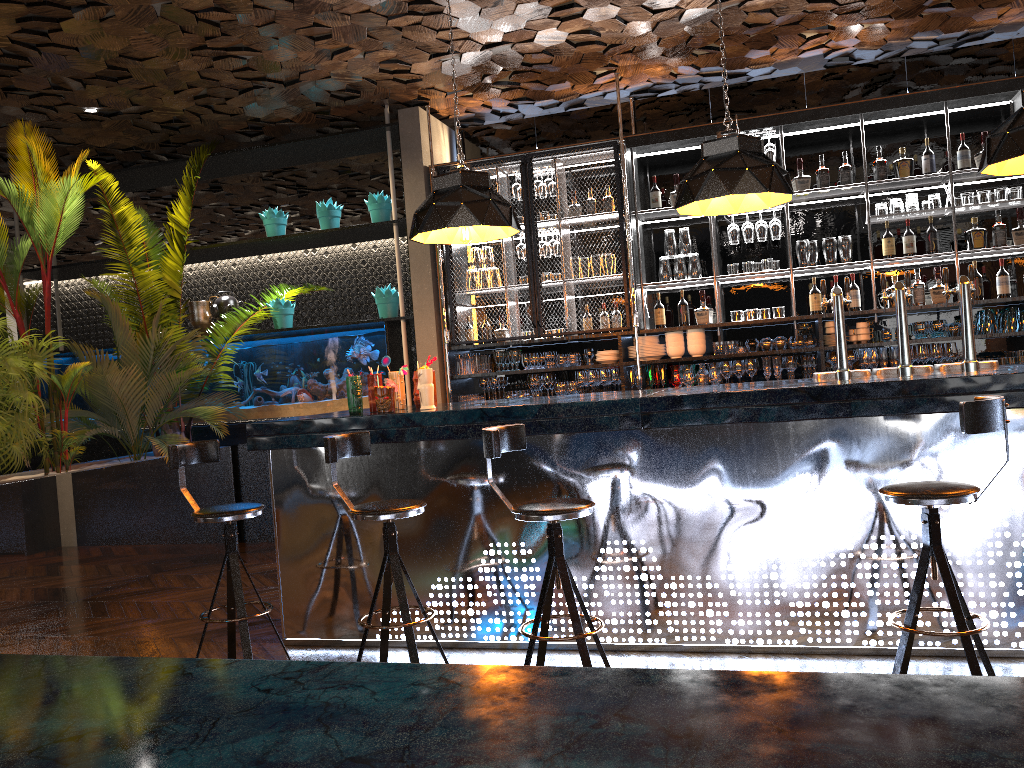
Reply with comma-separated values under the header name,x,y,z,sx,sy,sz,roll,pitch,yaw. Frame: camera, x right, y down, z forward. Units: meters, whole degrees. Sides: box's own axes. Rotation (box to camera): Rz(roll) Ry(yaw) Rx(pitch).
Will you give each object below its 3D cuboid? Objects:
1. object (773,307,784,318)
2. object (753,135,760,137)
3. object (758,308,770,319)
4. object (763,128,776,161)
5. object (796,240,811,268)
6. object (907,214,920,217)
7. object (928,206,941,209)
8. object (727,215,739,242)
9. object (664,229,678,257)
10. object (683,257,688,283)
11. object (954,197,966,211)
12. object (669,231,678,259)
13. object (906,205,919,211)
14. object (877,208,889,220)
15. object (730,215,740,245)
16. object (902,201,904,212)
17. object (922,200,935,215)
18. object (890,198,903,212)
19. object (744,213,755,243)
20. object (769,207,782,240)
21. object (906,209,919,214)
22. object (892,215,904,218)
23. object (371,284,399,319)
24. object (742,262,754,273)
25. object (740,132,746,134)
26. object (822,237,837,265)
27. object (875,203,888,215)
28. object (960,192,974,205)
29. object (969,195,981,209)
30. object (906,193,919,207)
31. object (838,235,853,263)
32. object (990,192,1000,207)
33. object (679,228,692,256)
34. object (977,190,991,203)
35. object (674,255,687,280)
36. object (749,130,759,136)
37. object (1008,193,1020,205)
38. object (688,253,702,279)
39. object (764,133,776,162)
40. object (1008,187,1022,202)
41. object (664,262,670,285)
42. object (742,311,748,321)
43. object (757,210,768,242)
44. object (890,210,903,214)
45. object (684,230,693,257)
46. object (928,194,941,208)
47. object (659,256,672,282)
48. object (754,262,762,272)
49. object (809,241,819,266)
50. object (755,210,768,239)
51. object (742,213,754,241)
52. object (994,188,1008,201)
name,x,y,z,sx,sy,sz,roll,pitch,yaw
object,2.048,-0.543,6.807,0.089,0.092,0.089,-4,1,27
object,1.905,-1.812,6.926,0.092,0.244,0.092,-5,1,-23
object,1.965,-0.538,6.898,0.089,0.092,0.089,-4,1,27
object,1.956,-1.814,6.738,0.092,0.244,0.092,-5,1,-23
object,2.210,-0.981,6.721,0.105,0.209,0.105,-5,1,-28
object,3.006,-1.308,6.653,0.089,0.092,0.089,-4,1,42
object,3.074,-1.311,6.452,0.089,0.092,0.089,-4,1,42
object,1.702,-1.221,6.834,0.092,0.244,0.092,-5,1,-23
object,1.259,-1.121,7.055,0.105,0.209,0.105,-5,1,-28
object,1.359,-0.920,7.148,0.105,0.209,0.105,-5,1,-28
object,3.307,-1.330,6.551,0.089,0.092,0.089,-5,1,-31
object,1.286,-1.124,7.164,0.105,0.209,0.105,-5,1,-28
object,2.943,-1.324,6.521,0.089,0.092,0.089,-4,1,6
object,2.798,-1.293,6.703,0.089,0.092,0.089,-5,1,-11
object,1.749,-1.226,6.992,0.092,0.244,0.092,-5,1,-23
object,2.897,-1.320,6.660,0.089,0.092,0.089,-4,1,42
object,3.091,-1.314,6.592,0.089,0.092,0.089,-4,1,6
object,2.822,-1.313,6.518,0.089,0.092,0.089,-5,1,-31
object,1.854,-1.234,6.961,0.092,0.244,0.092,-5,1,-23
object,2.048,-1.248,6.902,0.092,0.244,0.092,-5,1,-23
object,2.944,-1.302,6.522,0.089,0.092,0.089,-4,1,6
object,2.899,-1.300,6.660,0.089,0.092,0.089,-4,1,42
object,-1.082,-0.709,7.696,0.265,0.325,0.245,-4,1,10
object,1.829,-0.894,6.861,0.089,0.092,0.089,-4,1,-5
object,1.763,-1.800,6.796,0.092,0.244,0.092,-5,1,-23
object,2.400,-0.995,6.692,0.105,0.209,0.105,-5,1,-28
object,2.729,-1.286,6.553,0.089,0.092,0.089,-4,1,42
object,3.282,-1.327,6.388,0.089,0.092,0.089,-5,1,-11
object,3.405,-1.338,6.528,0.089,0.092,0.089,-5,1,-34
object,2.941,-1.350,6.521,0.089,0.092,0.089,-4,1,12
object,2.497,-1.002,6.637,0.105,0.209,0.105,-5,1,-28
object,3.504,-1.345,6.458,0.089,0.092,0.089,-4,1,16
object,1.373,-1.129,7.030,0.105,0.209,0.105,-5,1,-28
object,3.390,-1.335,6.368,0.089,0.092,0.089,-5,1,-20
object,1.334,-0.917,7.041,0.105,0.209,0.105,-5,1,-28
object,1.857,-1.807,6.768,0.092,0.244,0.092,-5,1,-23
object,3.650,-1.356,6.445,0.089,0.092,0.089,-4,1,-9
object,1.441,-0.925,6.996,0.105,0.209,0.105,-5,1,-28
object,2.004,-1.819,6.896,0.092,0.244,0.092,-5,1,-23
object,3.587,-1.349,6.318,0.089,0.092,0.089,-5,1,-29
object,1.244,-0.912,7.190,0.105,0.209,0.105,-5,1,-28
object,1.865,-0.532,7.017,0.089,0.092,0.089,-5,1,-11
object,1.949,-1.241,6.932,0.092,0.244,0.092,-5,1,-23
object,2.823,-1.293,6.518,0.089,0.092,0.089,-5,1,-11
object,1.395,-1.132,7.119,0.105,0.209,0.105,-5,1,-28
object,3.072,-1.331,6.451,0.089,0.092,0.089,-4,1,7
object,1.221,-0.909,7.075,0.105,0.209,0.105,-5,1,-28
object,1.928,-0.903,6.948,0.089,0.092,0.089,-5,1,-41
object,2.304,-0.989,6.813,0.105,0.209,0.105,-5,1,-28
object,1.901,-1.236,6.774,0.092,0.244,0.092,-5,1,-23
object,1.807,-1.229,6.803,0.092,0.244,0.092,-5,1,-23
object,3.483,-1.341,6.314,0.089,0.092,0.089,-5,1,-20
